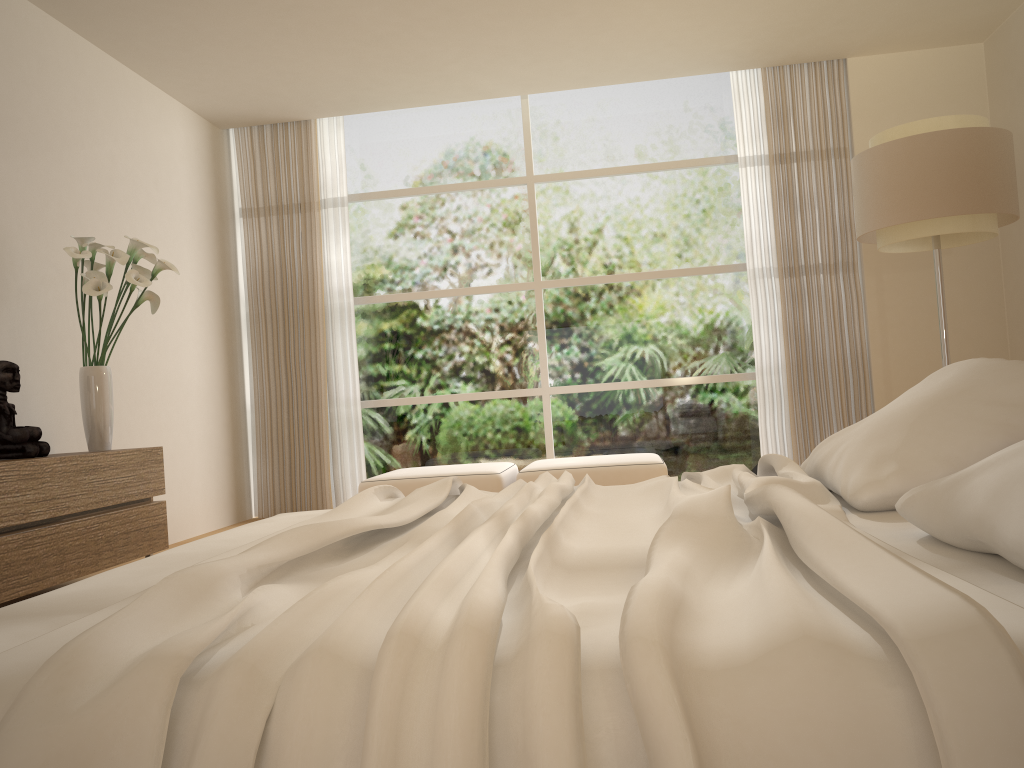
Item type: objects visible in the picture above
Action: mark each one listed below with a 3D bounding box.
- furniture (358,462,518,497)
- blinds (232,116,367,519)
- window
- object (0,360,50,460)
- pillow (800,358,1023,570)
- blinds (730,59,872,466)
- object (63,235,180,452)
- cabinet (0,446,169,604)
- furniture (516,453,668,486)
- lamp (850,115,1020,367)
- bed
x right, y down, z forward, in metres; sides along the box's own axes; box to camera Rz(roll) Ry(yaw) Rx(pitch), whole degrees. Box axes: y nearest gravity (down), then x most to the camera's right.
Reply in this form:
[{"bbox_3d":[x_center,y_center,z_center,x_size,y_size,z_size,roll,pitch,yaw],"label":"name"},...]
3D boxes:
[{"bbox_3d":[-0.468,0.757,6.130,0.965,0.346,0.964,-4,-1,7],"label":"furniture"},{"bbox_3d":[-1.709,-0.638,7.026,0.950,3.352,0.211,-4,-1,6],"label":"blinds"},{"bbox_3d":[0.206,-0.782,7.048,4.781,3.371,0.071,-4,-1,7],"label":"window"},{"bbox_3d":[-2.237,0.110,3.967,0.282,0.453,0.181,-4,-1,7],"label":"object"},{"bbox_3d":[0.974,0.104,1.714,0.561,0.339,1.720,-4,-1,7],"label":"pillow"},{"bbox_3d":[2.128,-0.924,6.500,0.814,3.351,0.202,-4,-1,6],"label":"blinds"},{"bbox_3d":[-1.957,-0.217,4.435,0.515,1.085,0.608,-3,-2,-35],"label":"object"},{"bbox_3d":[-2.316,0.645,2.806,0.588,0.662,3.713,-4,-1,7],"label":"cabinet"},{"bbox_3d":[0.557,0.681,6.004,0.965,0.346,0.964,-4,-1,7],"label":"furniture"},{"bbox_3d":[2.252,-0.313,4.627,0.817,2.018,0.817,-3,-2,-40],"label":"lamp"},{"bbox_3d":[0.239,0.483,1.758,2.535,0.570,2.599,-4,-1,7],"label":"bed"}]
